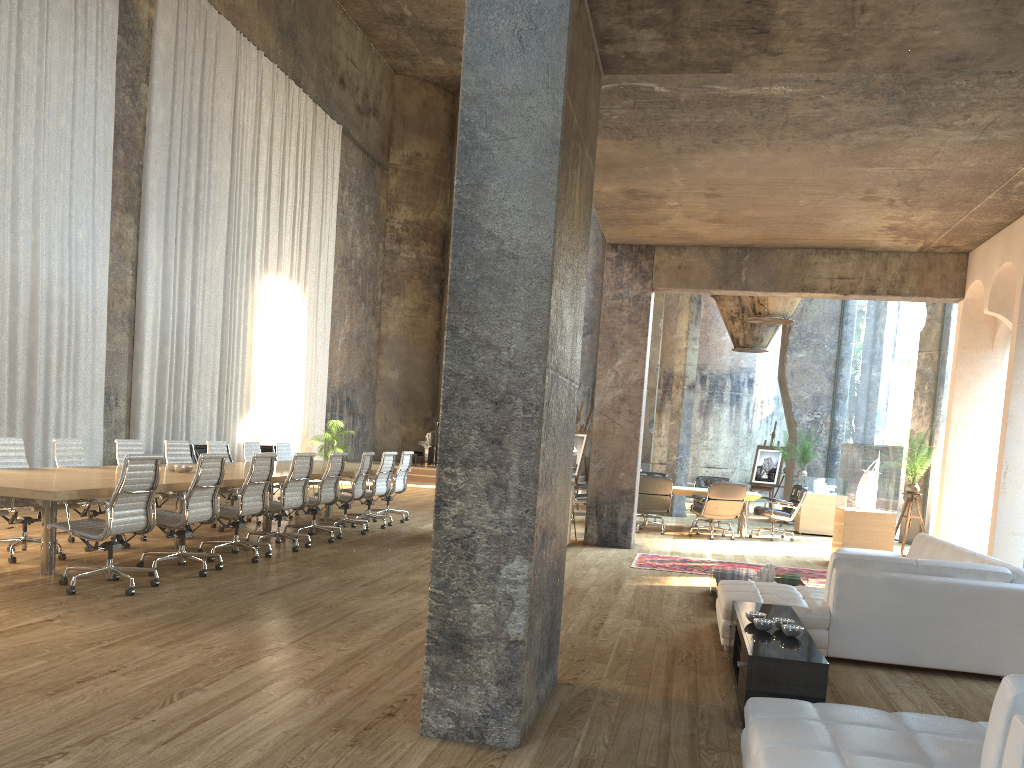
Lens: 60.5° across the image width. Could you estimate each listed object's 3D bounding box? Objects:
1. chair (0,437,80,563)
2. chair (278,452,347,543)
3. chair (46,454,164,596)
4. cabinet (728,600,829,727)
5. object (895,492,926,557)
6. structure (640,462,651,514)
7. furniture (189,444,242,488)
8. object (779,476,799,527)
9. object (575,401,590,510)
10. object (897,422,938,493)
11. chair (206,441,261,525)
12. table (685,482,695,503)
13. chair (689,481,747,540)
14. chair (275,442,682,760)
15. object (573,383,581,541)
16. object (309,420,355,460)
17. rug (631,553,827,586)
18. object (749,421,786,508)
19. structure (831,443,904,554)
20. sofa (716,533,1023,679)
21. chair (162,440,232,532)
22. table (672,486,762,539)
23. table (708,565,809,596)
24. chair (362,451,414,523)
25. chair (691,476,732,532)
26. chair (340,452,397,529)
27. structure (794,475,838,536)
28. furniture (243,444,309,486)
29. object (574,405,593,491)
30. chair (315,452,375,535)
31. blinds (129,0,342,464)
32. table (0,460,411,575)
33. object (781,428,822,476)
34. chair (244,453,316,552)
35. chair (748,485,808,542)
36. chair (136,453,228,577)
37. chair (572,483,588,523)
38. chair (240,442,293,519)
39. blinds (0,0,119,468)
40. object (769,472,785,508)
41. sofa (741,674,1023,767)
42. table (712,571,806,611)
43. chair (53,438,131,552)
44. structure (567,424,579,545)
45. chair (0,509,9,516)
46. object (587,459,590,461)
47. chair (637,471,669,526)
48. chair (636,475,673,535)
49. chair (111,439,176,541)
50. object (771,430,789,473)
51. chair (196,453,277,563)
[{"bbox_3d":[-4.184,0.994,7.624,0.696,1.032,0.664,5,2,20],"label":"chair"},{"bbox_3d":[-2.283,1.274,10.070,0.697,1.032,0.663,5,2,17],"label":"chair"},{"bbox_3d":[-2.996,1.009,6.499,0.697,1.032,0.664,5,2,17],"label":"chair"},{"bbox_3d":[1.444,1.553,4.962,0.395,0.371,1.560,4,-3,12],"label":"cabinet"},{"bbox_3d":[5.087,1.895,11.441,0.660,0.979,0.566,3,2,-25],"label":"object"},{"bbox_3d":[2.324,2.037,17.347,0.742,1.021,0.733,4,2,11],"label":"structure"},{"bbox_3d":[-5.118,1.482,15.304,0.707,0.846,1.869,4,-2,11],"label":"furniture"},{"bbox_3d":[5.468,2.222,16.429,0.660,0.979,0.566,2,3,-43],"label":"object"},{"bbox_3d":[1.146,1.384,16.833,0.696,2.161,0.685,7,5,43],"label":"object"},{"bbox_3d":[5.214,0.947,11.365,0.687,0.946,0.856,4,1,2],"label":"object"},{"bbox_3d":[-3.497,1.252,11.121,0.697,1.032,0.663,5,2,17],"label":"chair"},{"bbox_3d":[3.783,2.556,20.410,1.867,0.550,0.939,3,-2,11],"label":"table"},{"bbox_3d":[3.115,1.922,13.501,0.731,0.898,0.816,4,1,-15],"label":"chair"},{"bbox_3d":[-0.367,1.551,12.349,12.925,1.037,31.464,3,-3,11],"label":"chair"},{"bbox_3d":[0.606,1.042,11.772,0.683,2.161,0.697,5,4,10],"label":"object"},{"bbox_3d":[-4.290,1.587,21.143,1.091,1.466,1.124,4,1,2],"label":"object"},{"bbox_3d":[2.624,2.118,10.018,2.457,0.009,1.344,3,-4,11],"label":"rug"},{"bbox_3d":[5.853,1.906,20.049,0.696,2.161,0.684,7,5,40],"label":"object"},{"bbox_3d":[4.451,1.540,11.065,0.593,1.558,0.739,5,3,11],"label":"structure"},{"bbox_3d":[2.686,1.587,7.059,2.060,0.725,2.925,3,-3,11],"label":"sofa"},{"bbox_3d":[-3.670,1.187,10.240,0.696,1.032,0.664,5,2,20],"label":"chair"},{"bbox_3d":[2.745,2.038,14.280,2.405,0.704,1.103,3,-1,11],"label":"table"},{"bbox_3d":[2.276,1.868,8.175,0.858,0.248,0.369,3,-1,11],"label":"table"},{"bbox_3d":[-1.801,1.464,12.676,0.697,1.032,0.663,5,2,17],"label":"chair"},{"bbox_3d":[3.402,2.028,14.921,0.728,0.898,0.819,4,1,12],"label":"chair"},{"bbox_3d":[-1.936,1.403,11.822,0.696,1.032,0.664,5,2,20],"label":"chair"},{"bbox_3d":[5.410,2.135,15.412,0.733,1.021,0.741,4,2,11],"label":"structure"},{"bbox_3d":[-4.651,1.656,17.643,0.707,0.846,1.869,4,-2,11],"label":"furniture"},{"bbox_3d":[1.412,1.516,18.703,0.679,2.161,0.701,7,4,37],"label":"object"},{"bbox_3d":[-2.095,1.342,10.982,0.697,1.032,0.663,4,2,11],"label":"chair"},{"bbox_3d":[-5.269,-2.334,18.289,0.274,8.700,7.809,5,1,13],"label":"blinds"},{"bbox_3d":[-3.096,1.332,9.808,1.598,0.762,7.704,4,-3,12],"label":"table"},{"bbox_3d":[5.396,1.267,16.465,0.856,0.946,0.686,4,2,14],"label":"object"},{"bbox_3d":[-2.458,1.209,9.208,0.696,1.032,0.664,5,2,20],"label":"chair"},{"bbox_3d":[4.209,2.028,13.987,0.820,0.898,0.727,4,1,6],"label":"chair"},{"bbox_3d":[-2.809,1.078,7.428,0.697,1.032,0.663,4,2,15],"label":"chair"},{"bbox_3d":[1.234,1.856,14.581,0.820,0.898,0.727,4,1,7],"label":"chair"},{"bbox_3d":[-3.319,1.319,12.020,0.697,1.032,0.663,4,2,15],"label":"chair"},{"bbox_3d":[-6.960,-2.962,9.823,0.274,8.700,7.809,5,1,13],"label":"blinds"},{"bbox_3d":[5.882,2.401,18.906,0.658,0.979,0.568,4,2,5],"label":"object"},{"bbox_3d":[1.865,1.283,2.942,2.063,0.726,1.069,3,-1,11],"label":"sofa"},{"bbox_3d":[2.203,1.863,7.815,0.788,0.204,1.109,3,-3,11],"label":"table"},{"bbox_3d":[-4.016,1.056,8.462,0.697,1.032,0.663,4,2,11],"label":"chair"},{"bbox_3d":[0.433,1.251,10.915,0.593,1.558,0.739,5,3,11],"label":"structure"},{"bbox_3d":[-4.324,0.933,6.772,0.697,1.032,0.663,5,2,17],"label":"chair"},{"bbox_3d":[2.629,2.429,25.956,0.908,0.997,0.906,4,1,23],"label":"object"},{"bbox_3d":[2.310,1.965,15.135,0.727,0.898,0.820,4,1,18],"label":"chair"},{"bbox_3d":[2.120,1.863,13.664,0.729,0.898,0.818,4,1,5],"label":"chair"},{"bbox_3d":[-3.845,1.123,9.378,0.697,1.032,0.663,5,2,17],"label":"chair"},{"bbox_3d":[5.898,1.447,18.871,0.684,0.946,0.860,5,1,32],"label":"object"},{"bbox_3d":[-2.631,1.144,8.327,0.697,1.032,0.663,5,2,17],"label":"chair"}]
